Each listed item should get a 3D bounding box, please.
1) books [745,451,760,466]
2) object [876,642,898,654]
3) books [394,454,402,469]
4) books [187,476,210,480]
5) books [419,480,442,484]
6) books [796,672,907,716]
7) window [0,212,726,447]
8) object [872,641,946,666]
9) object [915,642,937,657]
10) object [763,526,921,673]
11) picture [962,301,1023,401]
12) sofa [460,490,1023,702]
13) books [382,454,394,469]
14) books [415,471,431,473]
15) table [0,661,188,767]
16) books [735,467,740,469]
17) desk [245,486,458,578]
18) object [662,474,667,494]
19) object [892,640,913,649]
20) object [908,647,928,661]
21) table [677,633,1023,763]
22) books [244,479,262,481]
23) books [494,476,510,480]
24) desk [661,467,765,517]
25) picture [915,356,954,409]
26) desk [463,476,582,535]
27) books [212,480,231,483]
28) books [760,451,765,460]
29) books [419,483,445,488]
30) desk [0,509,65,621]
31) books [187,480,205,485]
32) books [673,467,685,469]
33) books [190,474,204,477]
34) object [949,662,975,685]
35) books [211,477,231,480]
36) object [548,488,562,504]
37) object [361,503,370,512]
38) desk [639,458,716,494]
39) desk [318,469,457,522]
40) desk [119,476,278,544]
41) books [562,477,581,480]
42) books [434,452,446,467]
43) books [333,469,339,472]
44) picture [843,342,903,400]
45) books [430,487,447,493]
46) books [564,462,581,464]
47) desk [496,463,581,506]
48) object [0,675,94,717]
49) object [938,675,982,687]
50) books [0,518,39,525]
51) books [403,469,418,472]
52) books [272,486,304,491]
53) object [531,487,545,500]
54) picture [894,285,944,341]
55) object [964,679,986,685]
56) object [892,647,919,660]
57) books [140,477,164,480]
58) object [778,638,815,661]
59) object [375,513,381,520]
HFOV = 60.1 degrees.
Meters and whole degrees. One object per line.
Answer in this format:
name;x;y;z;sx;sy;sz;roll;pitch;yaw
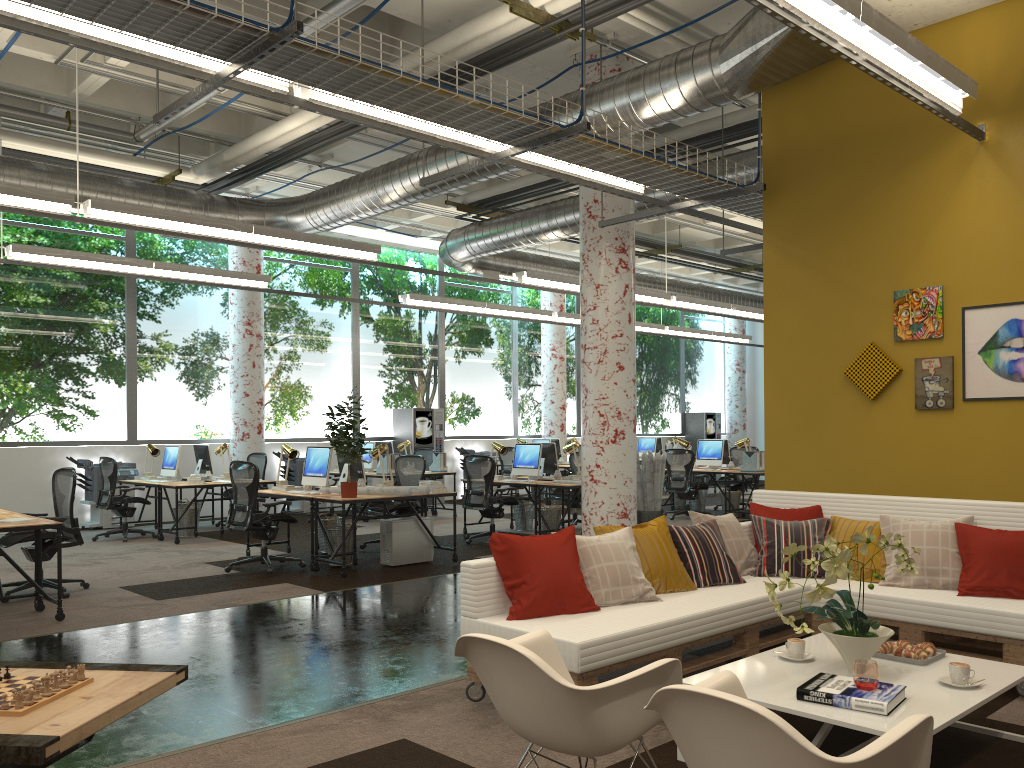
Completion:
books;3.632;1.172;13.372;0.068;0.310;0.234;0;-1;-43
object;1.719;1.221;4.091;0.135;0.061;0.072;1;-2;-23
books;-1.771;1.219;13.503;0.068;0.310;0.234;0;-1;-43
books;-4.037;1.210;11.392;0.193;0.044;0.257;-1;-3;4
books;-0.848;1.017;9.183;0.185;0.030;0.153;-3;-4;45
books;1.314;1.197;3.425;0.334;0.048;0.279;-3;-4;38
window;-3.605;-0.857;15.556;26.208;3.762;0.050;2;-2;-43
object;1.812;1.237;4.068;0.267;0.026;0.267;2;-4;-43
object;1.911;1.220;4.072;0.072;0.062;0.136;-1;-2;4
object;1.460;0.932;3.823;0.788;0.616;0.418;1;-1;-31
picture;3.284;-0.216;5.724;0.018;0.632;0.706;0;-1;-43
sofa;1.460;1.138;4.699;2.856;0.931;2.019;2;-4;-43
books;-1.879;1.215;13.401;0.068;0.310;0.234;0;-1;-43
books;-1.405;1.383;13.895;0.200;0.024;0.235;-2;-3;20
table;-1.210;1.121;2.102;0.626;0.759;0.616;-1;-1;7
books;3.806;1.357;14.330;0.225;0.038;0.309;2;-4;-43
desk;-1.726;1.499;9.368;1.401;0.724;1.942;2;-3;-43
object;3.185;2.132;18.925;0.359;0.435;0.353;-2;-2;43
object;1.832;1.225;4.136;0.064;0.055;0.121;0;-3;-21
object;1.836;1.217;4.003;0.064;0.055;0.121;0;-3;-21
table;1.484;1.402;3.770;1.263;0.330;0.985;2;-4;-43
books;-3.517;1.294;11.902;0.200;0.024;0.235;-2;-3;20
books;-0.210;1.257;11.843;0.225;0.038;0.309;2;-4;-43
desk;3.469;1.736;14.227;1.401;0.724;1.942;2;-3;-43
picture;2.912;-0.006;6.110;0.027;0.355;0.252;0;-1;-43
desk;0.507;1.619;11.567;1.401;0.724;1.942;2;-3;-43
books;-3.797;1.288;11.695;0.243;0.019;0.205;-2;-3;24
books;3.739;1.176;13.474;0.068;0.310;0.234;0;-1;-43
books;-0.836;1.049;9.192;0.193;0.044;0.257;1;-3;-26
desk;-4.463;1.403;6.745;1.401;0.724;1.942;2;-3;-43
books;-4.055;1.257;11.372;0.200;0.050;0.272;0;-3;-16
books;2.752;1.374;14.503;0.225;0.038;0.309;2;-4;-43
books;-4.052;1.179;11.389;0.153;0.030;0.185;0;-3;-15
object;1.825;1.178;3.606;0.086;0.085;0.079;0;-1;-15
books;-3.977;1.305;12.215;0.225;0.038;0.309;2;-4;-43
object;-0.441;1.998;15.839;3.410;0.437;0.366;2;-2;-34
object;-2.382;1.964;14.934;0.353;0.435;0.369;0;-1;-8
desk;3.219;2.001;19.222;1.401;0.724;1.942;2;-3;-43
desk;-2.042;1.780;14.256;1.401;0.724;1.942;2;-3;-43
desk;-4.314;1.684;12.112;1.401;0.724;1.942;2;-3;-43
books;0.844;1.240;11.670;0.225;0.038;0.309;2;-4;-43
books;-1.143;1.246;14.095;0.068;0.310;0.234;0;-1;-43
books;-2.759;1.417;14.532;0.225;0.038;0.309;2;-4;-43
picture;2.610;-0.093;6.414;0.047;0.424;0.425;0;-1;-43
books;-0.841;1.095;9.166;0.272;0.050;0.200;-3;-4;44
books;1.194;1.522;17.096;0.225;0.038;0.309;2;-4;-43
desk;0.857;1.902;16.993;1.401;0.724;1.942;2;-3;-43
object;-1.202;0.738;2.105;0.273;0.012;0.273;-1;-3;7
object;1.822;1.216;3.605;0.160;0.020;0.160;-1;-3;11
books;-3.666;1.013;6.535;0.200;0.024;0.235;-2;-3;20
books;-1.705;1.400;14.359;0.225;0.038;0.309;2;-4;-43
books;-2.443;1.136;9.643;0.225;0.038;0.309;2;-4;-43
object;0.519;2.086;17.669;0.359;0.435;0.353;-2;-2;43
picture;2.838;-0.489;6.185;0.027;0.355;0.331;0;-1;-43
object;1.870;1.205;3.570;0.132;0.011;0.028;1;-3;-26
object;1.762;1.217;3.995;0.070;0.060;0.131;0;-3;-21
books;-5.031;1.322;12.387;0.225;0.038;0.309;2;-4;-43
object;1.295;1.207;4.032;0.160;0.090;0.160;0;-2;-19
object;-2.076;1.910;13.959;0.359;0.435;0.353;-2;-2;43
